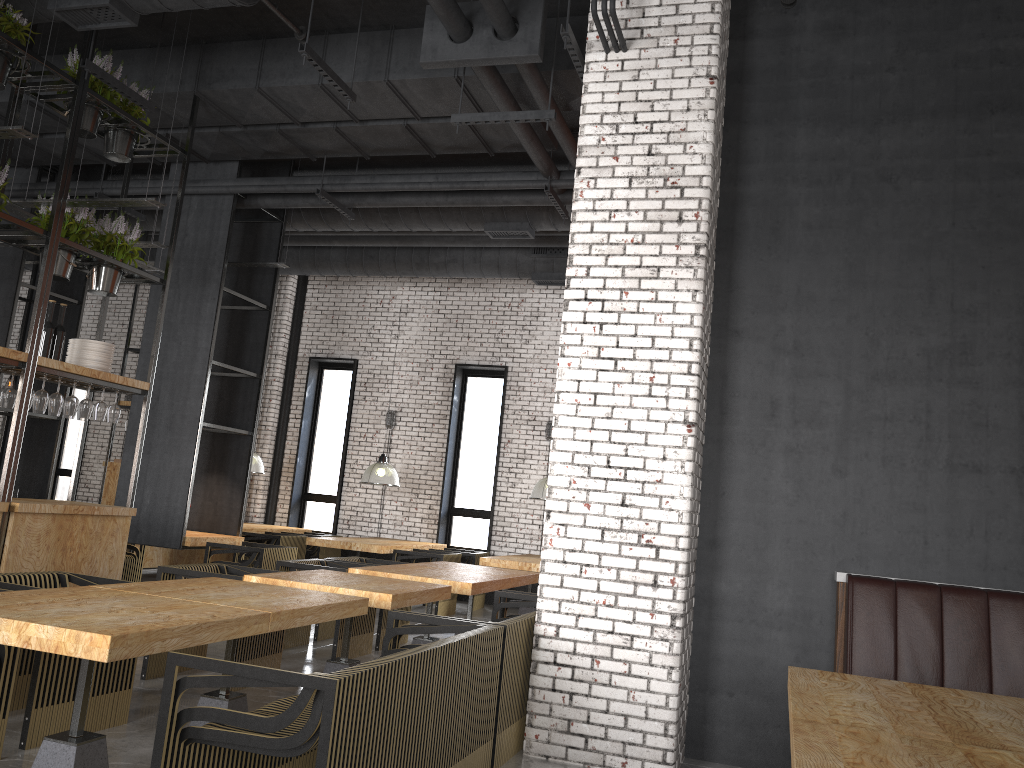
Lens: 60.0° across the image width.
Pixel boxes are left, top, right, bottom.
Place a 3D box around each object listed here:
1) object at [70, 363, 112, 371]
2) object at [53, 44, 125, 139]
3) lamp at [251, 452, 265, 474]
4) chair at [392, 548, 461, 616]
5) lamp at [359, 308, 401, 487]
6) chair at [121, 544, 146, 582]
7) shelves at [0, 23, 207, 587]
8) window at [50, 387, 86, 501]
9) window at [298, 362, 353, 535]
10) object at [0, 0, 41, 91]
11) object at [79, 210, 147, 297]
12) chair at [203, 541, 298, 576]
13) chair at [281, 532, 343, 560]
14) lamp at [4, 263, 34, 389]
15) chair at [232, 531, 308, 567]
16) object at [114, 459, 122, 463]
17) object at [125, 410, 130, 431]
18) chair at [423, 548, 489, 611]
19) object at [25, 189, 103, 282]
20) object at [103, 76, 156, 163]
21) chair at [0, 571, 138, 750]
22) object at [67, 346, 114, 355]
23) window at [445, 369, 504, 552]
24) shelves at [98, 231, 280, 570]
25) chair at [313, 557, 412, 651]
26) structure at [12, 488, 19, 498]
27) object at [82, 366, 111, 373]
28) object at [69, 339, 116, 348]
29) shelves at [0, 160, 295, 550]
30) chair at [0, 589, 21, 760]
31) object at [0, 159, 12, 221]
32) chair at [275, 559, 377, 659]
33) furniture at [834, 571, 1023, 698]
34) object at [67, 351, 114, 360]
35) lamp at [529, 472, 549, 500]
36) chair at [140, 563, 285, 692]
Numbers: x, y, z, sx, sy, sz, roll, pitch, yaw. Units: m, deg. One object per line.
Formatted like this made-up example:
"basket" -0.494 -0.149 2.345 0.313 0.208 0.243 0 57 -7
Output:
"object" -3.305 -0.118 6.909 0.334 0.046 0.334 6 -8 -2
"object" -3.228 -2.171 6.760 0.416 0.561 0.466 7 -9 -9
"lamp" -3.533 0.018 12.306 0.535 2.413 0.536 12 -11 -36
"chair" -1.050 2.385 10.661 0.638 0.732 0.655 3 -9 16
"lamp" -1.601 0.121 11.704 0.535 2.413 0.536 12 -11 -36
"chair" -4.350 1.867 9.294 0.638 0.732 0.655 2 -9 20
"shelves" -3.633 -0.777 5.591 0.690 5.035 3.647 3 -9 17
"window" -7.385 0.746 15.024 0.749 2.707 0.363 3 -10 17
"window" -2.825 0.988 13.603 0.749 2.707 0.363 3 -10 17
"object" -3.508 -2.304 6.022 0.467 0.561 0.415 4 -9 12
"object" -3.201 -0.987 7.043 0.416 0.561 0.466 4 -9 11
"chair" -2.617 1.963 8.785 0.638 0.732 0.655 3 -9 16
"chair" -2.825 2.446 12.297 0.638 0.732 0.655 3 -9 16
"lamp" -5.659 -0.661 10.228 0.108 1.604 0.108 10 -10 -25
"chair" -3.103 2.277 11.311 0.638 0.732 0.655 3 -9 18
"object" -4.821 1.021 11.434 0.411 0.050 0.410 3 -8 16
"object" -4.900 0.471 11.372 0.100 0.268 0.101 12 -11 -35
"chair" -0.725 2.556 11.632 0.638 0.732 0.655 3 -9 15
"object" -3.380 -1.064 6.630 0.416 0.561 0.466 1 -10 25
"object" -3.164 -2.102 7.199 0.467 0.561 0.415 -2 -12 41
"chair" -2.408 1.379 4.562 0.638 0.732 0.655 2 -9 20
"object" -3.292 -0.248 6.930 0.334 0.041 0.334 7 -8 -13
"window" -0.516 1.111 12.883 0.749 2.707 0.363 3 -10 17
"shelves" -4.445 0.119 12.404 0.690 5.035 2.325 3 -9 17
"chair" -1.336 1.996 8.140 0.638 0.732 0.655 3 -9 17
"structure" -7.710 0.758 6.526 5.878 1.538 4.296 3 -9 17
"object" -3.306 -0.098 6.906 0.335 0.033 0.333 2 -9 25
"object" -3.286 -0.305 6.940 0.334 0.039 0.334 7 -8 -9
"shelves" -5.695 -0.633 10.210 6.149 4.381 0.999 3 -10 17
"chair" -2.630 1.246 3.782 0.638 0.732 0.655 3 -9 18
"object" -3.615 -1.192 5.893 0.416 0.561 0.466 8 -9 -15
"chair" -1.554 1.864 7.369 0.638 0.732 0.655 3 -9 17
"furniture" 1.739 1.132 1.504 1.918 1.154 6.741 3 -9 17
"object" -3.295 -0.209 6.924 0.335 0.039 0.333 2 -9 25
"lamp" 0.585 0.237 11.023 0.535 2.413 0.536 12 -11 -36
"chair" -1.979 1.629 6.014 0.638 0.732 0.655 3 -9 16
